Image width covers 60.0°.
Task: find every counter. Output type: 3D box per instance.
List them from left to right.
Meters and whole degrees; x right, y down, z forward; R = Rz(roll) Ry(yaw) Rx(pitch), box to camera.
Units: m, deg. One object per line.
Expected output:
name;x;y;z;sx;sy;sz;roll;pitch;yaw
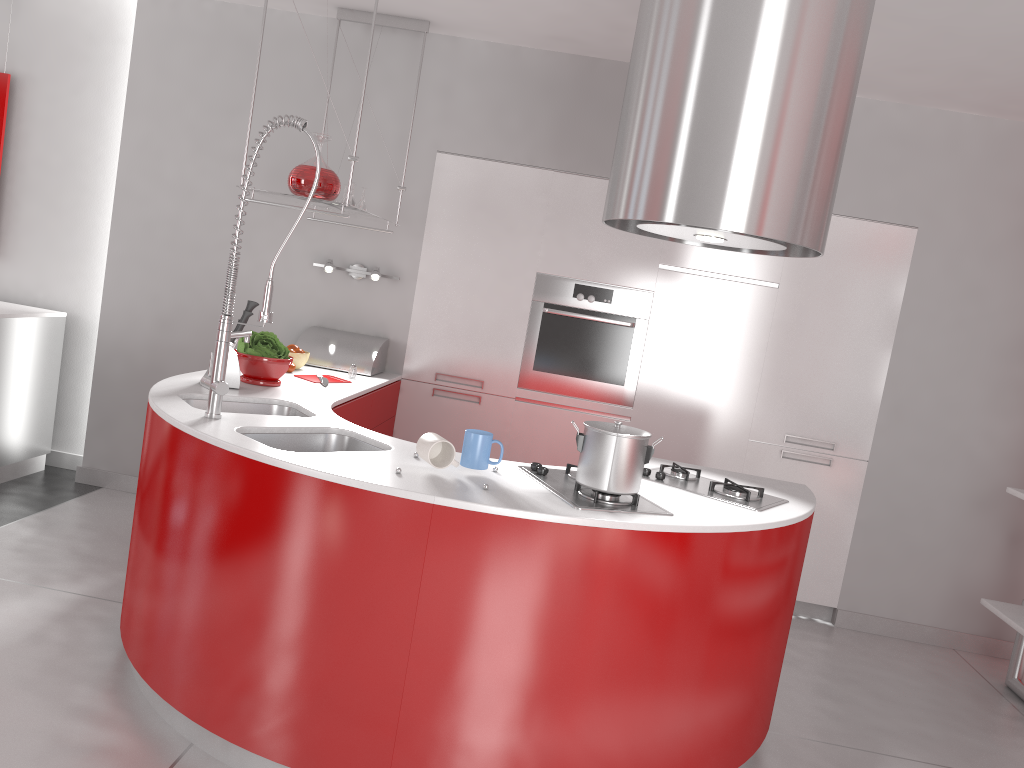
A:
counter;-0.506;0.546;3.344;2.865;0.880;1.868;14;8;37

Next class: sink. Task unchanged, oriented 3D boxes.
sink;-0.908;0.174;2.998;0.428;0.172;0.326;5;7;-35
sink;-0.599;0.265;2.634;0.326;0.172;0.428;15;8;43

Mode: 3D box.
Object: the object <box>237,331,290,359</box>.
object;-0.981;-0.113;3.495;0.193;0.182;0.198;11;6;9

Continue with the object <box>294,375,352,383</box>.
object;-0.836;-0.022;3.922;0.168;0.006;0.266;13;7;30

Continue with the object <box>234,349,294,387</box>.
object;-0.989;-0.062;3.511;0.228;0.118;0.229;7;7;-25

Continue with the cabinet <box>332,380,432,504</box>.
cabinet;-0.437;0.498;3.606;1.025;0.761;1.875;4;8;-41

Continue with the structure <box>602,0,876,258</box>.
structure;0.663;-0.891;2.568;0.644;0.958;0.644;6;7;-30

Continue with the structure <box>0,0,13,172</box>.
structure;-3.146;-1.498;4.841;0.820;1.503;0.040;10;6;4

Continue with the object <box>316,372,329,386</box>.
object;-0.822;-0.021;3.866;0.041;0.008;0.375;8;6;-19

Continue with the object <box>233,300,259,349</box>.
object;-1.030;-0.154;3.274;0.150;0.322;0.014;7;7;-25

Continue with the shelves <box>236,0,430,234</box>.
shelves;-0.734;-1.229;3.859;0.462;1.023;0.934;10;6;4

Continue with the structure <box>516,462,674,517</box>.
structure;0.229;0.287;2.546;0.303;0.037;0.457;7;6;-21

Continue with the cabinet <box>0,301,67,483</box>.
cabinet;-3.425;-0.087;4.664;1.802;0.880;0.610;10;6;4

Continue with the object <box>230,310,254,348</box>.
object;-1.030;-0.136;3.247;0.130;0.279;0.012;7;7;-25

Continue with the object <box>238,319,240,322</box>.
object;-1.050;-0.146;3.296;0.091;0.197;0.009;7;7;-25

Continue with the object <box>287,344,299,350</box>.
object;-1.032;-0.156;4.171;0.066;0.058;0.055;8;6;-11

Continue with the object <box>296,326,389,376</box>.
object;-0.854;-0.170;4.446;0.400;0.170;0.300;10;6;4

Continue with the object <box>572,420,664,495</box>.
object;0.278;0.194;2.442;0.218;0.185;0.189;6;7;-34

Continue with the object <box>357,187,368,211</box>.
object;-0.719;-0.871;4.256;0.060;0.141;0.060;10;6;4

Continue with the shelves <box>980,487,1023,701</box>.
shelves;2.429;0.193;3.092;0.535;2.599;1.735;10;6;4

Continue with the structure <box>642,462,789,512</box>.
structure;0.640;0.321;2.886;0.457;0.037;0.303;14;7;34

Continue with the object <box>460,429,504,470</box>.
object;-0.086;0.186;2.509;0.109;0.100;0.080;7;6;-23

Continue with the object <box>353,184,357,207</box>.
object;-0.756;-0.868;4.175;0.060;0.141;0.060;10;6;4

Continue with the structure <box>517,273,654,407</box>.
structure;0.369;-0.219;4.489;0.599;0.589;0.050;10;6;4

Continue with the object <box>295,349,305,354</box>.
object;-0.994;-0.140;4.125;0.062;0.049;0.066;10;6;1

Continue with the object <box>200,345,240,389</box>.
object;-1.068;-0.083;3.272;0.137;0.178;0.091;7;6;-23

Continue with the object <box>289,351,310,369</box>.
object;-1.044;-0.116;4.107;0.201;0.086;0.201;10;6;5

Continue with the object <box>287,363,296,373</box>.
object;-1.002;-0.074;3.969;0.063;0.047;0.065;10;6;3

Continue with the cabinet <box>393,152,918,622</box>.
cabinet;0.656;0.004;4.804;2.398;2.026;0.614;10;6;4

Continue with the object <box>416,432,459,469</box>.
object;-0.196;0.184;2.438;0.109;0.080;0.100;7;7;-26

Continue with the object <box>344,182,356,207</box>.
object;-0.741;-0.855;4.076;0.060;0.141;0.060;10;6;4

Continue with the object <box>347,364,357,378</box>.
object;-0.743;-0.060;4.141;0.042;0.066;0.043;11;6;17

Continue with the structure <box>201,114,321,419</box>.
structure;-0.775;-0.346;2.669;0.178;0.920;0.308;4;8;-42

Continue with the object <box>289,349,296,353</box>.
object;-1.019;-0.138;4.063;0.062;0.049;0.066;11;6;12

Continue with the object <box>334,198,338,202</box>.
object;-0.828;-0.871;4.086;0.060;0.141;0.060;10;6;4

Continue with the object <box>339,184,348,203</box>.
object;-0.804;-0.885;4.252;0.060;0.141;0.060;10;6;4

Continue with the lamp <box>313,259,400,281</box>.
lamp;-0.797;-0.572;4.490;0.454;0.081;0.155;10;6;4

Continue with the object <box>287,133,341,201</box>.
object;-0.794;-0.878;3.605;0.213;0.266;0.213;13;7;32
